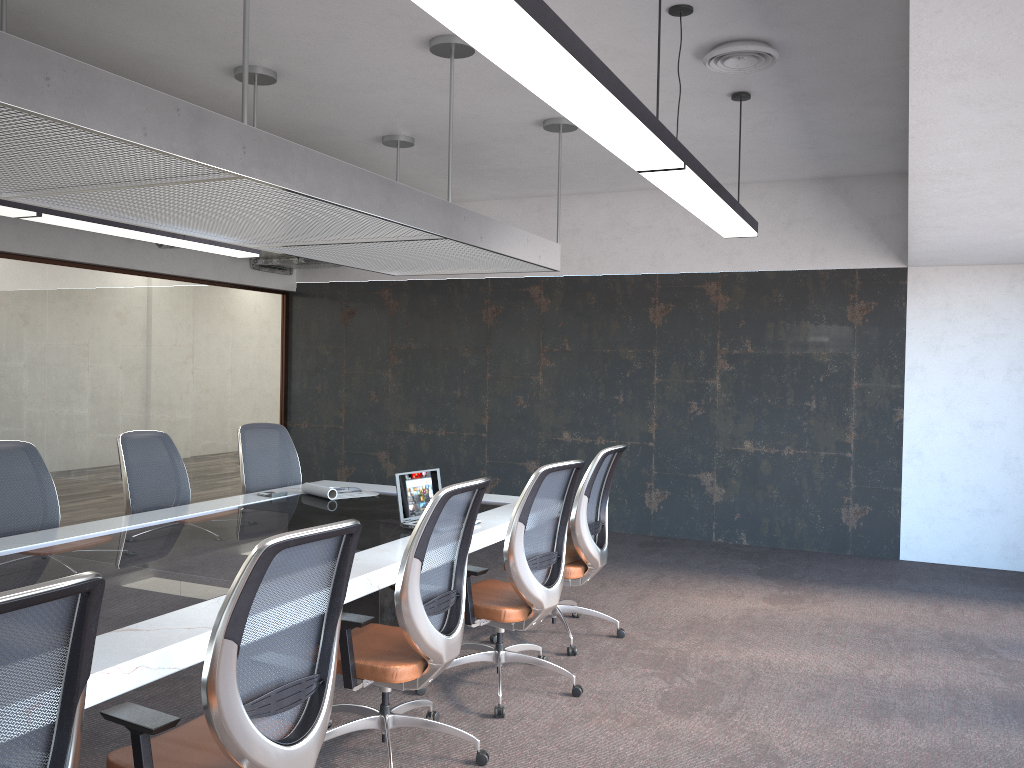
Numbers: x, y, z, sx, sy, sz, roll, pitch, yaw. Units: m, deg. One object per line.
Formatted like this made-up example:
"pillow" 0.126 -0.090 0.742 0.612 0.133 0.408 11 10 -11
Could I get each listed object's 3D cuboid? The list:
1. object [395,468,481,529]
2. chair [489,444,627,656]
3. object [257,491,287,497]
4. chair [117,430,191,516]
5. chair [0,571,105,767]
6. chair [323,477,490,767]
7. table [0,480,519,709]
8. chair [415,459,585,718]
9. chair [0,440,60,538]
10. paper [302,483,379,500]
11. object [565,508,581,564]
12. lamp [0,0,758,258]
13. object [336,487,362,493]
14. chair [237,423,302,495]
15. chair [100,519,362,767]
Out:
"object" -0.393 0.614 4.738 0.308 0.277 0.366 2 1 34
"chair" 0.270 0.926 5.305 0.828 1.166 0.789 1 1 -12
"object" -1.539 0.701 5.691 0.161 0.026 0.126 2 1 38
"chair" -1.979 0.880 5.369 0.828 1.166 0.789 1 1 -12
"chair" -1.274 0.956 1.842 0.828 1.166 0.789 1 1 -12
"chair" -0.502 0.941 3.574 0.828 1.166 0.789 1 1 -12
"table" -1.634 1.122 3.606 1.898 0.745 5.498 2 1 24
"chair" -0.054 0.935 4.413 0.828 1.166 0.789 1 1 -1
"chair" -2.365 0.887 4.503 0.828 1.166 0.789 1 1 -12
"paper" -1.123 0.689 5.808 0.379 0.069 0.348 0 1 -41
"object" 0.318 0.896 5.292 0.138 0.308 0.378 2 1 35
"lamp" -1.556 -1.404 3.645 4.126 0.908 6.097 2 1 24
"object" -1.100 0.703 5.894 0.200 0.036 0.049 1 1 -29
"chair" -1.549 0.873 6.212 0.828 1.166 0.789 1 1 3
"chair" -0.848 0.952 2.579 0.828 1.166 0.789 1 1 -6
